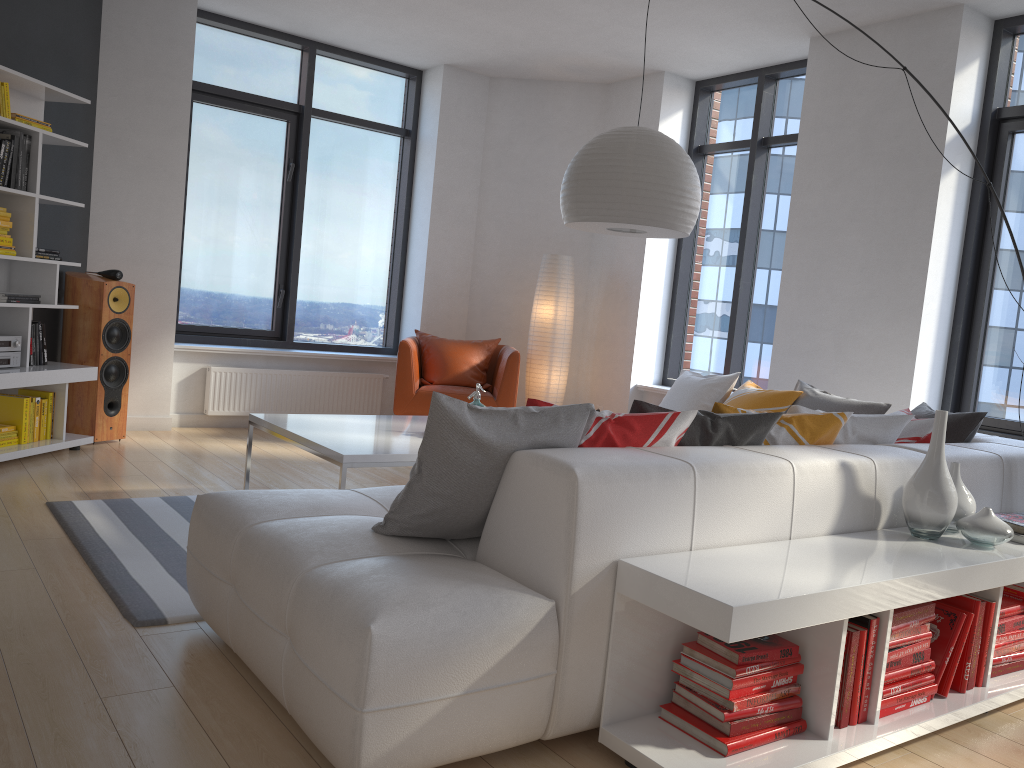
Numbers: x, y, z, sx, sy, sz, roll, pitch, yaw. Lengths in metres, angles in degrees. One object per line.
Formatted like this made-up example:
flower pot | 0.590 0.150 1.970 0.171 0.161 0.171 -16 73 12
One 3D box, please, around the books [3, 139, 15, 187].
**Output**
books | -2.740 -1.169 4.681 0.197 0.260 0.066 6 5 9

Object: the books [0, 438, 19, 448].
books | -2.797 0.313 4.788 0.147 0.033 0.190 6 5 9

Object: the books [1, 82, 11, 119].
books | -2.676 -1.471 4.596 0.141 0.184 0.064 6 5 10

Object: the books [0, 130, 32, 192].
books | -2.749 -1.203 4.779 0.259 0.321 0.128 6 5 9

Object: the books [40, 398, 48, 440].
books | -2.747 0.193 5.073 0.172 0.234 0.024 6 5 9

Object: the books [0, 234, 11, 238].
books | -2.823 -0.798 4.685 0.189 0.014 0.251 7 5 12

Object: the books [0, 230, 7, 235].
books | -2.803 -0.812 4.671 0.145 0.023 0.217 7 5 13

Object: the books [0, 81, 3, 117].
books | -2.681 -1.465 4.555 0.128 0.178 0.044 6 5 9

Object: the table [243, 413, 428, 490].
table | -0.557 0.445 4.256 1.091 0.435 1.091 2 6 -36

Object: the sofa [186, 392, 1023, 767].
sofa | 0.331 0.430 3.821 3.424 0.732 2.614 2 6 -36

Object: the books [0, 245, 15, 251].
books | -2.811 -0.734 4.688 0.203 0.024 0.257 7 5 12

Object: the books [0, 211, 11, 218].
books | -2.804 -0.911 4.689 0.163 0.023 0.223 7 5 13

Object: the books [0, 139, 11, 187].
books | -2.745 -1.162 4.648 0.191 0.249 0.084 6 5 9

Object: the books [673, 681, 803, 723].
books | 0.573 0.790 2.253 0.266 0.026 0.187 3 5 -30

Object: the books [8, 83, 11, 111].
books | -2.681 -1.474 4.620 0.142 0.184 0.044 6 5 10

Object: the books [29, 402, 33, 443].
books | -2.750 0.208 4.945 0.156 0.229 0.024 6 5 9

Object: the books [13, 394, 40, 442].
books | -2.757 0.190 4.994 0.185 0.250 0.035 6 5 9

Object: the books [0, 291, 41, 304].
books | -2.803 -0.480 4.883 0.250 0.047 0.310 6 5 4

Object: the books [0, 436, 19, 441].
books | -2.799 0.290 4.787 0.148 0.011 0.196 6 5 9

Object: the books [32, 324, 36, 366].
books | -2.779 -0.227 5.015 0.170 0.236 0.049 6 5 9

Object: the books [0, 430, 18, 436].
books | -2.792 0.262 4.785 0.134 0.014 0.187 6 5 9

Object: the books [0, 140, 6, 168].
books | -2.740 -1.155 4.608 0.179 0.243 0.071 6 5 8

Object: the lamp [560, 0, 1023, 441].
lamp | 1.773 -0.398 3.887 3.199 2.647 0.710 6 5 0

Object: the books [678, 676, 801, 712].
books | 0.580 0.764 2.262 0.257 0.025 0.182 2 6 -36

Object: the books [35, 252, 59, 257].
books | -2.704 -0.743 5.043 0.142 0.015 0.198 6 5 7

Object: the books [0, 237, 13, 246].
books | -2.812 -0.768 4.687 0.189 0.042 0.243 6 5 9

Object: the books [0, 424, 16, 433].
books | -2.803 0.241 4.782 0.138 0.026 0.186 6 5 9

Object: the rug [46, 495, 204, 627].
rug | -0.697 0.672 4.039 2.326 0.016 1.662 2 6 -36

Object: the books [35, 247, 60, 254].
books | -2.717 -0.764 5.047 0.161 0.023 0.213 7 5 12

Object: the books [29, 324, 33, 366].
books | -2.790 -0.227 4.992 0.189 0.240 0.053 6 5 9

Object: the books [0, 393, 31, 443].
books | -2.772 0.190 4.929 0.199 0.263 0.015 6 5 9

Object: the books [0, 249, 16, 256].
books | -2.804 -0.708 4.692 0.194 0.028 0.257 7 5 14

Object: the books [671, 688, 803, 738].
books | 0.573 0.819 2.267 0.259 0.034 0.206 3 6 -33

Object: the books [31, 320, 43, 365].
books | -2.774 -0.240 5.065 0.193 0.255 0.066 6 5 8

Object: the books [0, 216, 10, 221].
books | -2.811 -0.888 4.684 0.160 0.022 0.227 8 5 25

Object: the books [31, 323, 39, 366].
books | -2.768 -0.232 5.035 0.169 0.242 0.050 6 5 8

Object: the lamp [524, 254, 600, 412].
lamp | 0.492 -0.225 7.005 0.804 1.550 0.502 7 5 14

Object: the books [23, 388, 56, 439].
books | -2.750 0.171 5.129 0.213 0.270 0.025 6 5 9

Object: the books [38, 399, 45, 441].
books | -2.747 0.195 5.047 0.172 0.234 0.024 6 5 9

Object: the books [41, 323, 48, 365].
books | -2.762 -0.235 5.094 0.177 0.242 0.066 6 5 9

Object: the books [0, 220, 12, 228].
books | -2.810 -0.861 4.692 0.176 0.033 0.239 7 5 12

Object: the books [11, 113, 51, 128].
books | -2.693 -1.439 4.835 0.203 0.024 0.257 7 5 12

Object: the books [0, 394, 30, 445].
books | -2.775 0.194 4.899 0.198 0.255 0.044 6 5 9

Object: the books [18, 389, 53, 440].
books | -2.746 0.173 5.101 0.204 0.270 0.029 6 5 9

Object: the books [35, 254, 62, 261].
books | -2.703 -0.724 5.046 0.161 0.023 0.213 7 5 12

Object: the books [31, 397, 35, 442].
books | -2.763 0.192 4.968 0.180 0.251 0.019 6 5 9

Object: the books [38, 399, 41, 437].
books | -2.755 0.194 5.023 0.169 0.239 0.023 6 5 9

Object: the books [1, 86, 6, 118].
books | -2.667 -1.456 4.572 0.108 0.161 0.046 6 5 8

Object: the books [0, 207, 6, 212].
books | -2.825 -0.936 4.681 0.163 0.023 0.223 7 5 13

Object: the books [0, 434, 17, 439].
books | -2.779 0.279 4.778 0.113 0.018 0.169 6 5 10

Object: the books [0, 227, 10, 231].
books | -2.817 -0.835 4.684 0.171 0.019 0.239 6 5 9

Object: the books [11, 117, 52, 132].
books | -2.686 -1.413 4.839 0.194 0.028 0.257 7 5 14
